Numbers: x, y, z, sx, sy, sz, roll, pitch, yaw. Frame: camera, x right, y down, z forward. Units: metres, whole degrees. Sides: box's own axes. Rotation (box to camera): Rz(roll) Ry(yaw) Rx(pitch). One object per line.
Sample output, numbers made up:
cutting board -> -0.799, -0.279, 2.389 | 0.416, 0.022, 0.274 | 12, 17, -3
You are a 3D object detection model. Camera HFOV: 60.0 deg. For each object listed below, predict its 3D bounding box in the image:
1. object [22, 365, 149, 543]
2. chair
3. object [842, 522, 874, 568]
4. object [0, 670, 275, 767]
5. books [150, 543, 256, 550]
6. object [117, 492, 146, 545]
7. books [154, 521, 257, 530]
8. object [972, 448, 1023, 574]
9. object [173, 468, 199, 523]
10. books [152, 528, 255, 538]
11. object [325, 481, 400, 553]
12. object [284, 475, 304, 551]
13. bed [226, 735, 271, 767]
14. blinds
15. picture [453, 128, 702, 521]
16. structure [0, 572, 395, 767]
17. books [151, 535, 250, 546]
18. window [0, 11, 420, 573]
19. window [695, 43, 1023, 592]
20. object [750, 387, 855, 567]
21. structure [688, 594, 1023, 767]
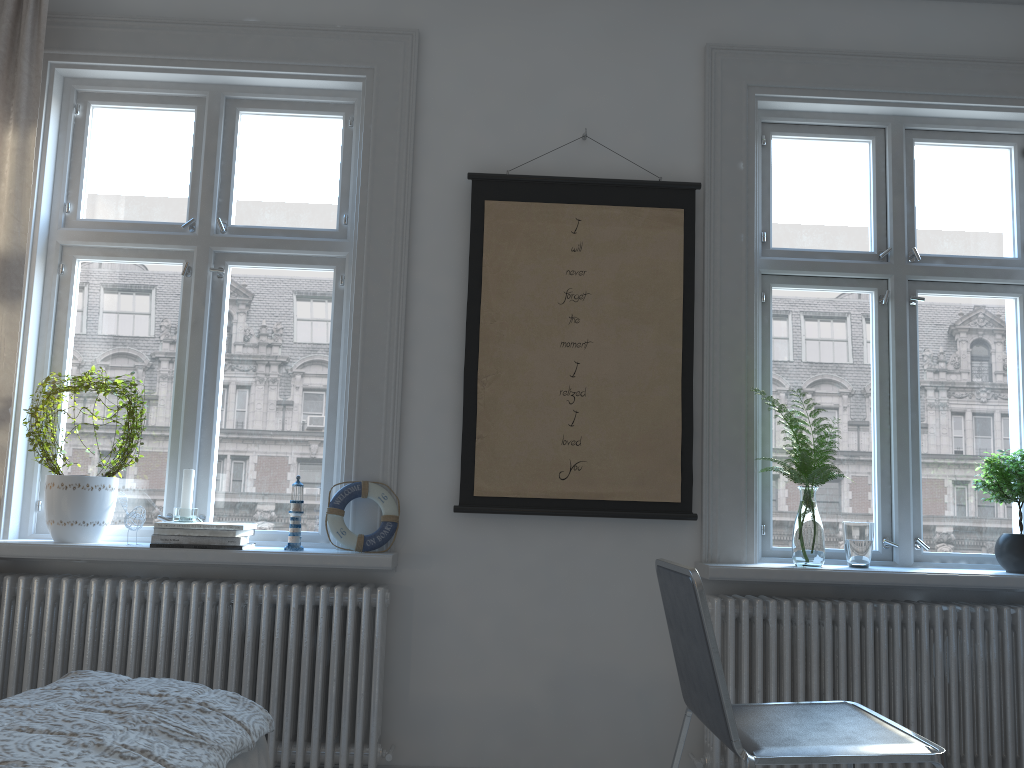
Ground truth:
object -> -1.383, 0.221, 2.868 | 0.385, 0.572, 0.217 | 5, -7, -21
chair -> 0.608, 0.808, 1.964 | 0.524, 0.796, 0.563 | 2, -7, -2
object -> 1.122, 0.521, 2.872 | 0.097, 0.146, 0.098 | 1, -7, 4
object -> -0.588, 0.448, 0.839 | 0.405, 0.104, 1.463 | 2, -8, -2
books -> -0.966, 0.508, 2.792 | 0.272, 0.013, 0.220 | 3, -8, -5
object -> -1.210, 0.426, 2.812 | 0.059, 0.164, 0.196 | 8, -10, -41
books -> -0.964, 0.448, 2.805 | 0.269, 0.015, 0.203 | 3, -8, -4
object -> 1.661, 0.412, 2.902 | 0.272, 0.406, 0.310 | 8, -10, -41
object -> -1.033, 0.353, 2.820 | 0.074, 0.173, 0.074 | -5, -10, 43
books -> -0.969, 0.467, 2.803 | 0.253, 0.022, 0.208 | 2, -8, -1
object -> -0.473, 0.420, 2.815 | 0.236, 0.227, 0.079 | 4, -7, -16
object -> -0.680, 0.406, 2.795 | 0.059, 0.234, 0.060 | -4, -9, 40
bed -> -1.432, 0.455, 0.821 | 2.176, 1.044, 1.892 | 2, -8, -2
blinds -> -1.920, -0.122, 2.613 | 0.831, 2.641, 0.225 | 2, -7, -1
picture -> 0.229, -0.220, 2.952 | 0.793, 1.310, 0.057 | 2, -7, -2
structure -> -1.108, 0.880, 2.760 | 1.505, 0.546, 0.196 | 2, -7, -2
books -> -0.979, 0.491, 2.806 | 0.262, 0.024, 0.208 | 3, -8, -8
window -> -4.375, -0.352, 4.610 | 7.979, 6.994, 11.993 | 2, -8, -2
window -> -9.319, -0.597, 15.935 | 25.643, 14.988, 26.605 | 2, -8, -2
object -> 0.945, 0.306, 2.886 | 0.305, 0.563, 0.415 | -3, -8, 32
structure -> 1.319, 0.970, 2.825 | 1.505, 0.546, 0.196 | 2, -7, -2
